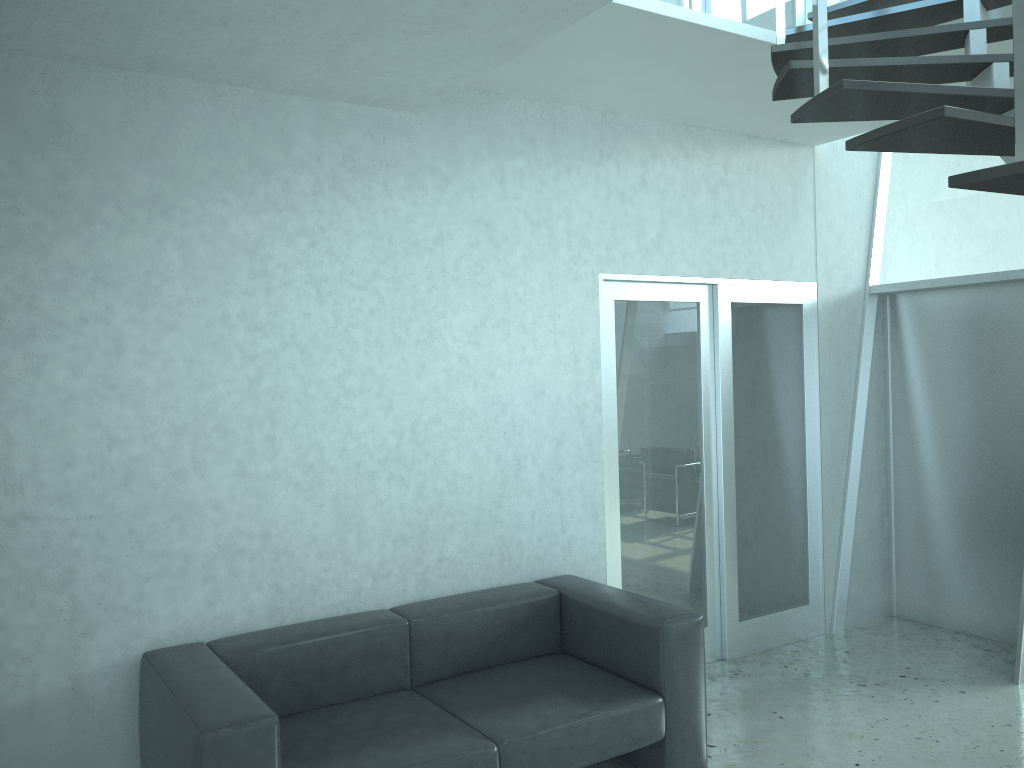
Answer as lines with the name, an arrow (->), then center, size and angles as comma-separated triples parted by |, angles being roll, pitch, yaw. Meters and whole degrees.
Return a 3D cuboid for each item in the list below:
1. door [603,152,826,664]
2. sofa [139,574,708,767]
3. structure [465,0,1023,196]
door -> 1.332, 0.130, 5.618 | 1.162, 3.200, 2.576 | -1, 1, 15
sofa -> -0.286, 1.264, 3.417 | 2.025, 0.652, 0.943 | -2, 1, -32
structure -> 1.741, -0.519, 3.050 | 2.655, 4.156, 3.780 | -2, 1, -32
